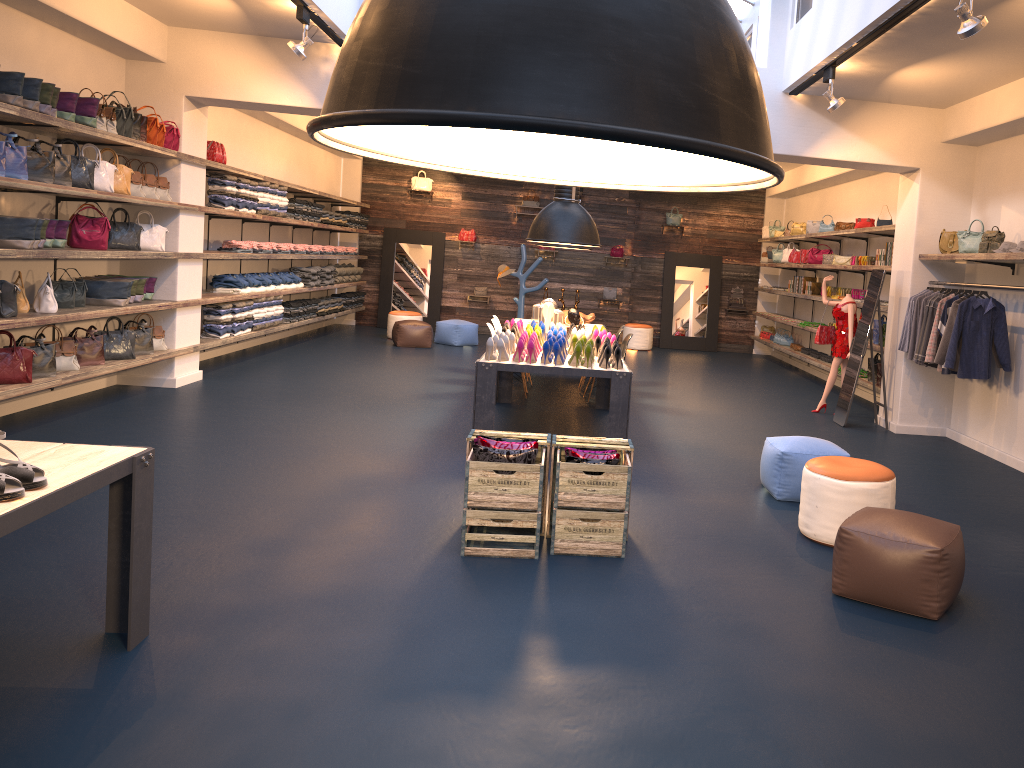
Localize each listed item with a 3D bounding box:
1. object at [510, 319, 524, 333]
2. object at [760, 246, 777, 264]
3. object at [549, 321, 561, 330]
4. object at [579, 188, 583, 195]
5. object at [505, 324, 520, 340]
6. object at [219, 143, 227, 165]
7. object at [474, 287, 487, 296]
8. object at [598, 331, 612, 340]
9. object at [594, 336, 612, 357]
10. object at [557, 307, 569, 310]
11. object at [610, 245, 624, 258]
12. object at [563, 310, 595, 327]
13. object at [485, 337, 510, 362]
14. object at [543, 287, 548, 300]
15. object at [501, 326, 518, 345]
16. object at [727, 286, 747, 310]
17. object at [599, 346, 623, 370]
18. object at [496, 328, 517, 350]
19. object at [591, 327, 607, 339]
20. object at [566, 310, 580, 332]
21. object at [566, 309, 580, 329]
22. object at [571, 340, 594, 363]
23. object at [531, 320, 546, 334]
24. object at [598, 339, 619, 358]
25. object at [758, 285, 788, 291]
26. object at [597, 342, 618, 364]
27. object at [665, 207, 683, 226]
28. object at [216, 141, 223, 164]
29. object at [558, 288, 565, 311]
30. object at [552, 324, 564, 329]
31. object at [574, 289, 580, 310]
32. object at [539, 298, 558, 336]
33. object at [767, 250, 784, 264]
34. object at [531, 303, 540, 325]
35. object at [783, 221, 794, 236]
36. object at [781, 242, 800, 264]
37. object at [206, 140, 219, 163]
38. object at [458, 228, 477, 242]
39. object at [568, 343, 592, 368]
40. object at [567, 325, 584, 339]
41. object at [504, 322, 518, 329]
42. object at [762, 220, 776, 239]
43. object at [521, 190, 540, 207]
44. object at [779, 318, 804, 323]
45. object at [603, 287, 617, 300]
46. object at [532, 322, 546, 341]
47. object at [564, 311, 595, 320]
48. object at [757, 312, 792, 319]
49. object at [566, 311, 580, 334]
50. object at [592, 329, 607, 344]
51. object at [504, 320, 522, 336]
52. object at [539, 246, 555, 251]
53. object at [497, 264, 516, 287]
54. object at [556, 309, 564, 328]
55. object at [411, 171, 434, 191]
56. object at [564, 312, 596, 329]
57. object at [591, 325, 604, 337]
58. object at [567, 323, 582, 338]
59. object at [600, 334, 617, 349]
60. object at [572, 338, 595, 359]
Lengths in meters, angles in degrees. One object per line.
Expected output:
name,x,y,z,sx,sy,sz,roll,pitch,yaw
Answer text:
object,0.042,-0.598,9.165,0.207,0.194,0.238,4,7,-7
object,5.019,-2.527,16.938,0.326,0.333,0.179,10,8,43
object,0.471,-0.569,9.207,0.200,0.194,0.246,5,7,6
object,1.197,-3.789,16.863,0.431,0.230,0.173,3,6,-11
object,0.002,-0.482,8.364,0.199,0.194,0.247,5,7,7
object,-3.277,-2.508,9.413,0.328,0.243,0.139,3,5,-10
object,-0.609,-1.797,16.824,0.287,0.174,0.097,1,6,-26
object,0.908,-0.419,8.442,0.200,0.194,0.246,5,7,6
object,0.830,-0.345,7.899,0.199,0.194,0.247,5,7,8
object,0.970,-1.421,16.988,0.389,0.173,0.216,1,8,-26
object,2.063,-2.612,17.062,0.253,0.242,0.215,4,6,-6
object,0.858,-0.844,11.242,0.461,0.202,0.213,2,7,-18
object,-0.121,-0.284,6.957,0.200,0.194,0.246,5,7,5
object,0.437,-1.059,11.559,0.137,0.466,0.143,5,4,10
object,-0.035,-0.445,8.090,0.206,0.194,0.239,4,7,-5
object,4.514,-1.725,17.398,0.363,0.458,0.232,4,5,-4
object,0.812,-0.222,7.060,0.203,0.194,0.242,4,7,-1
object,-0.061,-0.407,7.819,0.199,0.194,0.248,5,7,8
object,0.906,-0.498,8.973,0.203,0.194,0.242,4,7,-1
object,0.707,-0.706,9.950,0.156,0.284,0.153,4,5,-2
object,0.722,-0.742,10.199,0.156,0.284,0.153,4,5,-2
object,0.597,-0.277,7.310,0.203,0.194,0.242,4,7,-1
object,0.267,-0.584,9.197,0.203,0.194,0.242,4,7,-1
object,0.859,-0.301,7.619,0.203,0.194,0.242,4,7,-1
object,5.025,-1.806,16.409,0.484,0.060,1.521,5,8,2
object,0.826,-0.262,7.339,0.203,0.194,0.242,4,7,-1
object,3.195,-3.300,17.108,0.385,0.365,0.169,2,5,-17
object,-3.287,-2.494,9.309,0.321,0.243,0.142,4,5,-3
object,0.648,-1.045,11.581,0.128,0.466,0.151,8,6,41
object,0.465,-0.529,8.937,0.203,0.194,0.242,4,7,-1
object,0.875,-1.030,11.608,0.149,0.466,0.131,2,5,-25
object,0.396,-0.739,9.566,0.210,0.410,0.194,3,5,-13
object,4.989,-2.398,16.404,0.386,0.230,0.193,10,8,37
object,0.313,-0.745,9.823,0.178,0.334,0.194,6,5,17
object,4.949,-2.756,15.437,0.111,0.298,0.273,2,6,-28
object,4.948,-2.318,15.322,0.209,0.383,0.393,0,7,-37
object,-3.292,-2.480,9.213,0.324,0.243,0.140,4,5,-6
object,-0.855,-2.869,16.735,0.332,0.252,0.140,5,5,7
object,0.563,-0.239,7.039,0.207,0.194,0.237,3,7,-8
object,0.673,-0.516,8.962,0.205,0.194,0.240,4,7,-3
object,-0.011,-0.521,8.620,0.203,0.194,0.242,4,7,-1
object,5.106,-3.022,17.016,0.404,0.384,0.204,7,5,20
object,0.371,-3.593,16.799,0.347,0.333,0.168,5,5,7
object,4.817,-1.083,14.847,0.357,0.029,0.886,5,8,2
object,1.939,-1.785,17.106,0.267,0.228,0.082,6,5,12
object,0.261,-0.542,8.914,0.208,0.194,0.236,3,7,-9
object,0.839,-0.806,10.972,0.467,0.202,0.210,1,7,-23
object,4.906,-1.289,16.302,0.354,0.024,1.874,5,8,3
object,0.691,-0.669,9.694,0.156,0.284,0.153,4,5,-2
object,0.879,-0.462,8.719,0.203,0.194,0.242,4,7,-1
object,0.014,-0.560,8.896,0.202,0.194,0.250,6,7,11
object,0.694,-2.716,16.887,0.335,0.253,0.133,2,5,-17
object,-0.104,-1.997,16.140,0.341,0.439,0.352,4,6,-5
object,0.497,-0.697,9.757,0.181,0.288,0.168,3,5,-13
object,-1.709,-3.873,16.559,0.445,0.384,0.185,2,5,-17
object,0.824,-0.770,10.724,0.467,0.202,0.210,1,7,-23
object,0.918,-0.537,9.241,0.203,0.194,0.242,4,7,-1
object,0.681,-0.558,9.251,0.203,0.194,0.242,4,7,-1
object,0.903,-0.378,8.161,0.206,0.194,0.239,4,7,-4
object,0.632,-0.312,7.568,0.206,0.194,0.239,4,7,-5
